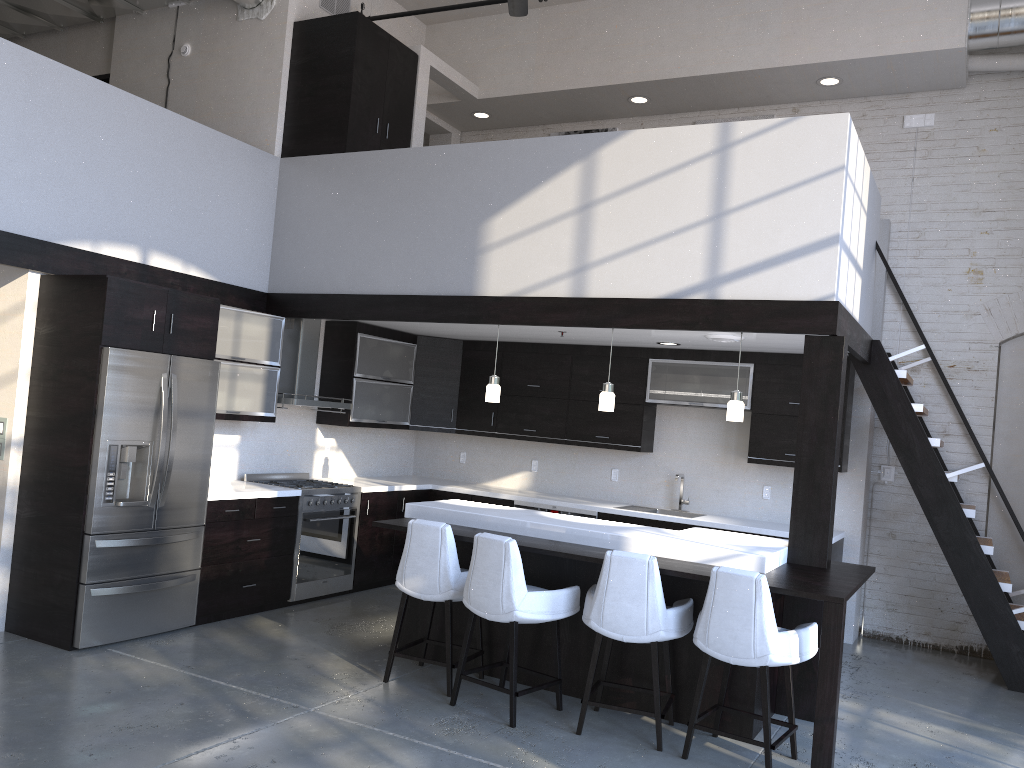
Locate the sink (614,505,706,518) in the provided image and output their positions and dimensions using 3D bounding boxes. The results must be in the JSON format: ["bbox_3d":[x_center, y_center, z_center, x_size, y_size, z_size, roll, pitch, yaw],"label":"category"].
[{"bbox_3d":[1.251,1.162,7.515,0.676,0.168,0.475,4,-2,28],"label":"sink"}]

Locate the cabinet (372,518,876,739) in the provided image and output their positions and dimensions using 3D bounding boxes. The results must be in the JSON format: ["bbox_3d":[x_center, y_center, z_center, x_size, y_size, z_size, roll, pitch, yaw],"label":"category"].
[{"bbox_3d":[0.623,1.411,5.299,2.690,0.910,1.371,4,-2,28],"label":"cabinet"}]

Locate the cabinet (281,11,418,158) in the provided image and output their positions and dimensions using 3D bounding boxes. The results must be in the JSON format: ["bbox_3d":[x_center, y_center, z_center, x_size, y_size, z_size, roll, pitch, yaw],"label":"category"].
[{"bbox_3d":[-1.391,-1.802,7.446,0.684,2.232,0.838,4,-2,28],"label":"cabinet"}]

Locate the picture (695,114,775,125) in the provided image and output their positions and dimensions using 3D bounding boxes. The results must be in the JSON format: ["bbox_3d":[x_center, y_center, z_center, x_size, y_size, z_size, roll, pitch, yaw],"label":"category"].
[{"bbox_3d":[2.013,-1.869,8.198,0.731,1.183,0.049,4,-2,28],"label":"picture"}]

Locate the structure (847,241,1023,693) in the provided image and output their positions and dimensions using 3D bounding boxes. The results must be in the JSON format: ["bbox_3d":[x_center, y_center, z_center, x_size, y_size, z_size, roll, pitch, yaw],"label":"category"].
[{"bbox_3d":[3.378,0.569,6.753,1.662,3.185,0.930,4,-2,28],"label":"structure"}]

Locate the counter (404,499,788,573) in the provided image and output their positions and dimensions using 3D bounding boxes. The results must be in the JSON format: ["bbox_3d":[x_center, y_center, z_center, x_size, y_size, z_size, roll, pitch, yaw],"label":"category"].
[{"bbox_3d":[0.546,0.917,5.598,2.292,0.095,0.978,4,-3,28],"label":"counter"}]

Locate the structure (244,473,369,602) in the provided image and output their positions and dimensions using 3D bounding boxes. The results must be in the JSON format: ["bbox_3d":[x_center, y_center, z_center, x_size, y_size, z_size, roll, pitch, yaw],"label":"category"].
[{"bbox_3d":[-1.668,1.205,7.175,0.621,0.902,0.845,4,-2,28],"label":"structure"}]

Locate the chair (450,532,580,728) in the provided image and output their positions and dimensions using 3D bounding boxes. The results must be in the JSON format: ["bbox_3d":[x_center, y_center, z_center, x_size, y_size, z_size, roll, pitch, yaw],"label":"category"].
[{"bbox_3d":[-0.003,1.301,4.809,0.579,0.984,0.502,4,-2,39],"label":"chair"}]

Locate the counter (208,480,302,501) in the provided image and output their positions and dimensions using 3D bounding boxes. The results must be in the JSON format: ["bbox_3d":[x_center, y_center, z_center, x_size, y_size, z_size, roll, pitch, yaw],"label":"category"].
[{"bbox_3d":[-2.097,0.766,6.433,0.676,0.047,0.920,4,-3,28],"label":"counter"}]

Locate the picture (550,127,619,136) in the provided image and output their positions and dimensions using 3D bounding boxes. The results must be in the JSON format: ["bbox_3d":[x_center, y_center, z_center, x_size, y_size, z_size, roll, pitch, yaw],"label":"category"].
[{"bbox_3d":[0.675,-1.959,8.912,0.731,1.183,0.049,4,-2,28],"label":"picture"}]

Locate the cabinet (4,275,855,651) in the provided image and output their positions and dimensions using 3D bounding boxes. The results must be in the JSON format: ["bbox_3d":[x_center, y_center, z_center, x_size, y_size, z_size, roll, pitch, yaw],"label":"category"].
[{"bbox_3d":[-0.134,0.680,6.317,4.229,2.314,4.279,4,-2,28],"label":"cabinet"}]

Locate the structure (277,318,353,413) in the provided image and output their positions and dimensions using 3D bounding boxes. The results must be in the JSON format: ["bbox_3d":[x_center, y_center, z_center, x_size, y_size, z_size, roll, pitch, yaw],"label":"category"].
[{"bbox_3d":[-1.673,-0.251,7.229,0.488,0.930,0.728,4,-2,28],"label":"structure"}]

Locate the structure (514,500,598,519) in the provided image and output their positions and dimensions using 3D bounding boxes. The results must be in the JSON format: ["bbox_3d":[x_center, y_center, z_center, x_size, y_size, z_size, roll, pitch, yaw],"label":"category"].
[{"bbox_3d":[0.499,1.467,7.942,0.784,0.789,0.783,4,-2,28],"label":"structure"}]

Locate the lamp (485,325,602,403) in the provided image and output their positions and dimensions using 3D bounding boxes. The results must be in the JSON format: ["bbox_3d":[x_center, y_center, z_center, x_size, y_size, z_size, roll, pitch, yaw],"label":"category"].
[{"bbox_3d":[0.363,-0.108,7.027,0.124,0.623,1.954,4,-2,30],"label":"lamp"}]

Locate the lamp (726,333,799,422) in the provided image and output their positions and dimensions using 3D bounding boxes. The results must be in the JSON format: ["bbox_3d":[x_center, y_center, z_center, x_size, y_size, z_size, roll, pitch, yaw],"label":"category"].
[{"bbox_3d":[1.835,-0.010,6.241,0.124,0.623,1.950,4,-2,28],"label":"lamp"}]

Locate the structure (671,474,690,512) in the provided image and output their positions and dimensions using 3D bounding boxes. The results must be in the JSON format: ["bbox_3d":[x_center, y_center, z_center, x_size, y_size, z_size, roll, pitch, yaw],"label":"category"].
[{"bbox_3d":[1.444,0.941,7.662,0.149,0.328,0.225,4,-2,28],"label":"structure"}]

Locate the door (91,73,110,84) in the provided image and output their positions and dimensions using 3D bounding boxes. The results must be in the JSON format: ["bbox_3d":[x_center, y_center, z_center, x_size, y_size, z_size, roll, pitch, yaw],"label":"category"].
[{"bbox_3d":[-4.022,-1.901,8.532,0.750,2.057,0.271,4,-2,28],"label":"door"}]

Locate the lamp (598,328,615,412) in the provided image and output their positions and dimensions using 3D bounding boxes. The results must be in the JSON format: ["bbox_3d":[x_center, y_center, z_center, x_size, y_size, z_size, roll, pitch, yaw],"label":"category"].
[{"bbox_3d":[0.645,-0.131,5.831,0.100,0.623,0.100,4,-2,34],"label":"lamp"}]

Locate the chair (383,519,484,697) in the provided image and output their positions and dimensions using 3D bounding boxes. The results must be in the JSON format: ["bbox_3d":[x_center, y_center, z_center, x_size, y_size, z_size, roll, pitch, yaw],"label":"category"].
[{"bbox_3d":[-0.425,1.279,5.187,0.579,0.984,0.502,4,-2,24],"label":"chair"}]

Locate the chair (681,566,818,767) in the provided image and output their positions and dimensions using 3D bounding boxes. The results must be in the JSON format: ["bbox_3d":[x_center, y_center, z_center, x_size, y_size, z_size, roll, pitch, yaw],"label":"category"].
[{"bbox_3d":[1.144,1.384,4.353,0.579,0.984,0.502,4,-2,34],"label":"chair"}]

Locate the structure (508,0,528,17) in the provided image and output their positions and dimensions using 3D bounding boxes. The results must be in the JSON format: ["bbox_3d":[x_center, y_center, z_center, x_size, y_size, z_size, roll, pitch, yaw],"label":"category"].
[{"bbox_3d":[0.104,-3.191,6.201,1.367,0.863,1.190,4,-2,18],"label":"structure"}]

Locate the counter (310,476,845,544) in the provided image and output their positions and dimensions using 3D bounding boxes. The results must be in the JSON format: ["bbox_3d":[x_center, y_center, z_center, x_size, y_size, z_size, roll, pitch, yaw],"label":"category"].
[{"bbox_3d":[0.435,1.028,7.423,4.236,0.045,1.711,4,-3,28],"label":"counter"}]

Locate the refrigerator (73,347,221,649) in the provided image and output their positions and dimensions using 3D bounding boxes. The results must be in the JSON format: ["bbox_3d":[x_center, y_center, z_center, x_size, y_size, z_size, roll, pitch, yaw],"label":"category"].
[{"bbox_3d":[-2.505,0.682,5.646,0.820,1.771,0.853,4,-2,28],"label":"refrigerator"}]

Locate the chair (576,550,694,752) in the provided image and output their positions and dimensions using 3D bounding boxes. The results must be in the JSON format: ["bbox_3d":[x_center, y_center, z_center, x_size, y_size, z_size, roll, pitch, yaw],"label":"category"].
[{"bbox_3d":[0.621,1.349,4.626,0.579,0.984,0.502,4,-2,19],"label":"chair"}]
